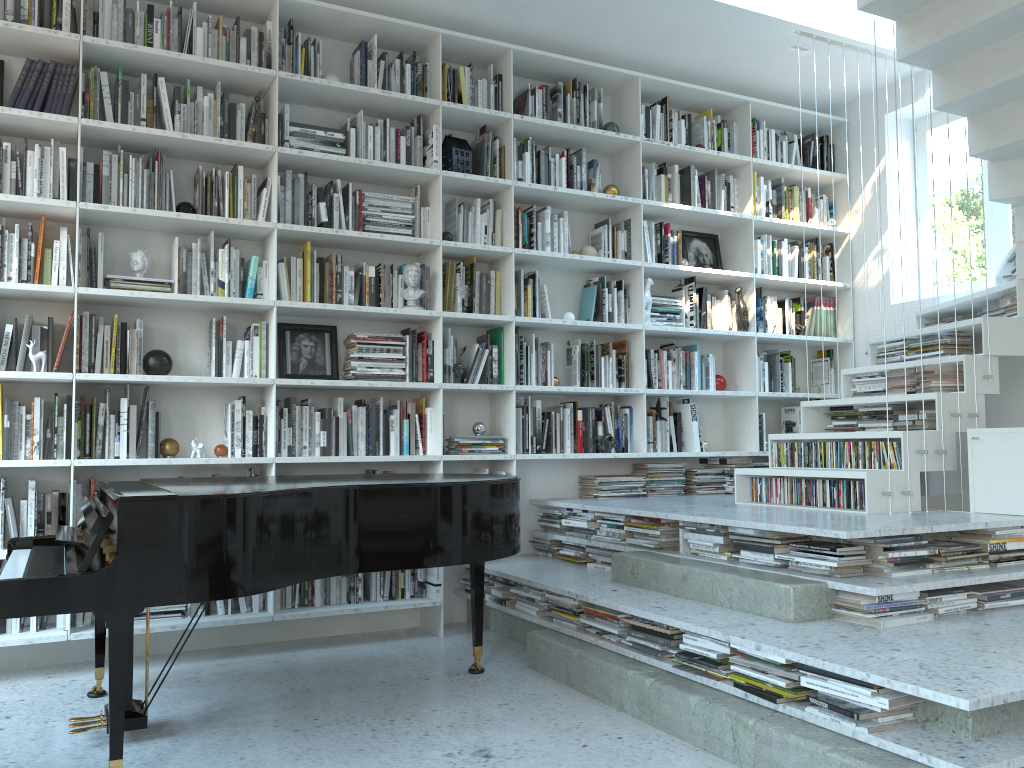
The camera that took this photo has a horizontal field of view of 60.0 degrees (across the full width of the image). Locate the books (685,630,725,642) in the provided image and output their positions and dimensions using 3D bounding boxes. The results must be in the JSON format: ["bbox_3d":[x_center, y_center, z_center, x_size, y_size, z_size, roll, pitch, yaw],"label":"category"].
[{"bbox_3d":[0.712,0.847,3.037,0.157,0.014,0.215,1,-5,-25],"label":"books"}]

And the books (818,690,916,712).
[{"bbox_3d":[0.997,0.877,2.499,0.137,0.019,0.224,2,-5,-26],"label":"books"}]

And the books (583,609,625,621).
[{"bbox_3d":[0.424,0.923,3.578,0.165,0.014,0.236,2,-5,-32],"label":"books"}]

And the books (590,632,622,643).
[{"bbox_3d":[0.440,1.014,3.580,0.147,0.008,0.236,2,-5,-28],"label":"books"}]

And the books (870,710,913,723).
[{"bbox_3d":[1.001,0.911,2.499,0.132,0.014,0.205,2,-5,-27],"label":"books"}]

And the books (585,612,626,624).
[{"bbox_3d":[0.432,0.934,3.581,0.169,0.009,0.242,2,-5,-27],"label":"books"}]

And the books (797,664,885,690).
[{"bbox_3d":[0.966,0.808,2.487,0.192,0.014,0.256,2,-5,-31],"label":"books"}]

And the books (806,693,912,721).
[{"bbox_3d":[0.968,0.894,2.483,0.187,0.017,0.206,1,-4,-22],"label":"books"}]

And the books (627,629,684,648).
[{"bbox_3d":[0.567,0.937,3.301,0.160,0.025,0.244,2,-5,-32],"label":"books"}]

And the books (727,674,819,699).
[{"bbox_3d":[0.833,0.928,2.754,0.191,0.006,0.275,1,-5,-25],"label":"books"}]

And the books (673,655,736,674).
[{"bbox_3d":[0.704,0.945,3.026,0.180,0.008,0.267,2,-5,-28],"label":"books"}]

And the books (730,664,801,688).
[{"bbox_3d":[0.835,0.898,2.757,0.191,0.015,0.246,2,-5,-26],"label":"books"}]

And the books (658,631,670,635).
[{"bbox_3d":[0.579,0.903,3.309,0.150,0.008,0.217,2,-5,-28],"label":"books"}]

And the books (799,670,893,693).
[{"bbox_3d":[0.972,0.820,2.490,0.176,0.010,0.266,2,-5,-31],"label":"books"}]

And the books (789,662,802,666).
[{"bbox_3d":[0.854,0.849,2.770,0.133,0.008,0.284,2,-5,-31],"label":"books"}]

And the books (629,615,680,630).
[{"bbox_3d":[0.577,0.882,3.310,0.157,0.007,0.268,2,-5,-27],"label":"books"}]

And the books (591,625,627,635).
[{"bbox_3d":[0.440,0.981,3.582,0.130,0.014,0.249,2,-5,-32],"label":"books"}]

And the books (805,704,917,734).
[{"bbox_3d":[0.974,0.926,2.484,0.184,0.017,0.230,1,-5,-25],"label":"books"}]

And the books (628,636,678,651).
[{"bbox_3d":[0.565,0.955,3.299,0.177,0.011,0.220,1,-5,-25],"label":"books"}]

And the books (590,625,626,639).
[{"bbox_3d":[0.446,0.999,3.584,0.128,0.005,0.296,1,-5,-25],"label":"books"}]

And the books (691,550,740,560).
[{"bbox_3d":[0.895,0.727,3.789,0.132,0.016,0.262,1,-4,-22],"label":"books"}]

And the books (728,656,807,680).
[{"bbox_3d":[0.836,0.873,2.760,0.168,0.013,0.281,2,-5,-32],"label":"books"}]

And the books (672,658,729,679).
[{"bbox_3d":[0.708,0.960,3.027,0.171,0.005,0.297,2,-5,-28],"label":"books"}]

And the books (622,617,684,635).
[{"bbox_3d":[0.565,0.892,3.303,0.170,0.014,0.281,2,-5,-30],"label":"books"}]

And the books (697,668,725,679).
[{"bbox_3d":[0.711,0.967,3.029,0.147,0.008,0.236,1,-4,-22],"label":"books"}]

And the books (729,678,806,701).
[{"bbox_3d":[0.839,0.935,2.757,0.178,0.009,0.277,2,-5,-29],"label":"books"}]

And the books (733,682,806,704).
[{"bbox_3d":[0.829,0.947,2.751,0.191,0.016,0.209,1,-4,-22],"label":"books"}]

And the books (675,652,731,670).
[{"bbox_3d":[0.698,0.934,3.024,0.189,0.013,0.215,2,-5,-29],"label":"books"}]

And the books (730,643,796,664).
[{"bbox_3d":[0.834,0.826,2.762,0.182,0.016,0.257,1,-4,-24],"label":"books"}]

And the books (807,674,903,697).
[{"bbox_3d":[0.978,0.833,2.492,0.165,0.015,0.243,1,-4,-23],"label":"books"}]

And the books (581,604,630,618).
[{"bbox_3d":[0.421,0.910,3.577,0.179,0.012,0.249,2,-5,-30],"label":"books"}]

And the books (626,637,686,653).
[{"bbox_3d":[0.573,0.965,3.302,0.147,0.008,0.290,2,-5,-31],"label":"books"}]

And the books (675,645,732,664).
[{"bbox_3d":[0.703,0.915,3.028,0.171,0.007,0.260,1,-4,-24],"label":"books"}]

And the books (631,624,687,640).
[{"bbox_3d":[0.576,0.916,3.307,0.142,0.017,0.239,2,-5,-31],"label":"books"}]

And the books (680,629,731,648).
[{"bbox_3d":[0.712,0.861,3.036,0.139,0.013,0.288,1,-4,-22],"label":"books"}]

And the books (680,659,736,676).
[{"bbox_3d":[0.709,0.953,3.028,0.159,0.009,0.275,1,-4,-24],"label":"books"}]

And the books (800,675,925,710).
[{"bbox_3d":[0.979,0.854,2.491,0.156,0.027,0.287,2,-5,-32],"label":"books"}]

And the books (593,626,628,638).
[{"bbox_3d":[0.447,0.992,3.585,0.132,0.009,0.269,2,-5,-26],"label":"books"}]

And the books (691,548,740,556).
[{"bbox_3d":[0.903,0.713,3.794,0.136,0.013,0.258,2,-5,-27],"label":"books"}]

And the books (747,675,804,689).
[{"bbox_3d":[0.853,0.912,2.766,0.154,0.014,0.197,2,-5,-27],"label":"books"}]

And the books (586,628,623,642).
[{"bbox_3d":[0.426,1.005,3.573,0.161,0.008,0.254,1,-4,-22],"label":"books"}]

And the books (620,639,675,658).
[{"bbox_3d":[0.557,0.973,3.293,0.189,0.009,0.291,1,-4,-24],"label":"books"}]

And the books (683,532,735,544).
[{"bbox_3d":[0.881,0.652,3.787,0.174,0.029,0.250,2,-5,-29],"label":"books"}]

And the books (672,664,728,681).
[{"bbox_3d":[0.693,0.973,3.019,0.193,0.005,0.225,2,-5,-31],"label":"books"}]

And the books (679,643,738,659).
[{"bbox_3d":[0.701,0.903,3.028,0.180,0.017,0.183,2,-5,-30],"label":"books"}]

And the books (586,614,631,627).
[{"bbox_3d":[0.436,0.943,3.582,0.155,0.009,0.297,2,-5,-26],"label":"books"}]

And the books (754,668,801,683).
[{"bbox_3d":[0.846,0.889,2.764,0.150,0.004,0.290,1,-4,-23],"label":"books"}]

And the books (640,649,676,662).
[{"bbox_3d":[0.576,0.990,3.302,0.142,0.012,0.291,1,-4,-23],"label":"books"}]

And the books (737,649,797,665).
[{"bbox_3d":[0.835,0.839,2.761,0.178,0.010,0.196,1,-4,-22],"label":"books"}]

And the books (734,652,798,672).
[{"bbox_3d":[0.843,0.855,2.764,0.175,0.006,0.251,2,-5,-27],"label":"books"}]

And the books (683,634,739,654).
[{"bbox_3d":[0.714,0.881,3.036,0.141,0.028,0.223,2,-5,-32],"label":"books"}]

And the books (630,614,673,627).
[{"bbox_3d":[0.574,0.874,3.308,0.160,0.008,0.239,2,-5,-26],"label":"books"}]

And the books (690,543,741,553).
[{"bbox_3d":[0.887,0.694,3.788,0.167,0.024,0.192,2,-5,-26],"label":"books"}]

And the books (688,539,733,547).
[{"bbox_3d":[0.877,0.674,3.784,0.178,0.015,0.187,1,-4,-22],"label":"books"}]

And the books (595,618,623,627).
[{"bbox_3d":[0.443,0.954,3.585,0.140,0.013,0.180,2,-5,-26],"label":"books"}]

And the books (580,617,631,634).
[{"bbox_3d":[0.424,0.967,3.575,0.182,0.013,0.287,2,-5,-26],"label":"books"}]

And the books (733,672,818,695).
[{"bbox_3d":[0.846,0.922,2.762,0.170,0.006,0.268,2,-5,-27],"label":"books"}]

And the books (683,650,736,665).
[{"bbox_3d":[0.719,0.924,3.035,0.145,0.010,0.266,2,-5,-28],"label":"books"}]
